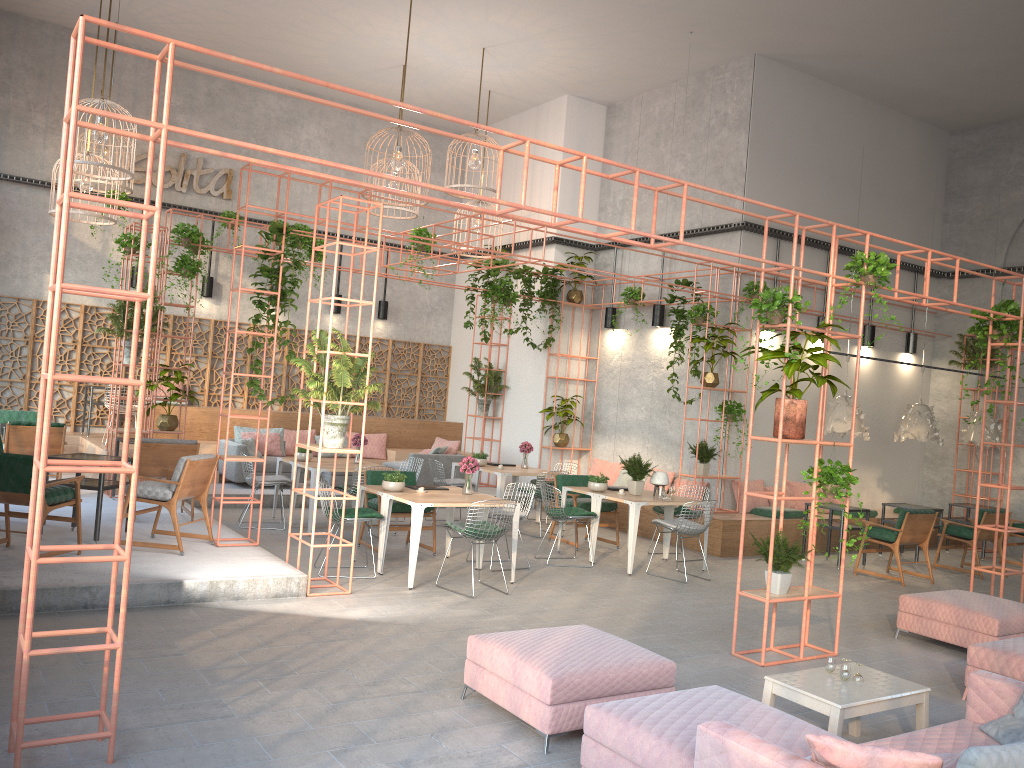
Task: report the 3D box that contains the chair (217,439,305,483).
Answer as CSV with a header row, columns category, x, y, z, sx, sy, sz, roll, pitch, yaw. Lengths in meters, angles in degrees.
category,x,y,z,sx,sy,sz,roll,pitch,yaw
chair,-3.969,1.217,14.053,1.127,0.586,1.056,5,-1,-33

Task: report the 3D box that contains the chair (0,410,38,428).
category,x,y,z,sx,sy,sz,roll,pitch,yaw
chair,-7.155,0.863,12.864,0.722,0.929,0.685,5,-1,-33

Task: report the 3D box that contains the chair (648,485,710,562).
category,x,y,z,sx,sy,sz,roll,pitch,yaw
chair,2.188,1.795,11.587,0.717,0.941,0.565,5,-1,-32

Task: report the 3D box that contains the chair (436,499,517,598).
category,x,y,z,sx,sy,sz,roll,pitch,yaw
chair,-0.338,1.552,8.697,0.565,0.941,0.717,5,-1,-37

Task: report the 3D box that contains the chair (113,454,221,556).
category,x,y,z,sx,sy,sz,roll,pitch,yaw
chair,-3.324,1.127,8.617,0.685,0.914,0.722,5,-1,7

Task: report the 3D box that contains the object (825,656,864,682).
category,x,y,z,sx,sy,sz,roll,pitch,yaw
object,1.943,1.692,5.190,0.156,0.145,0.199,5,-1,-19

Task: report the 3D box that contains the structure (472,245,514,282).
category,x,y,z,sx,sy,sz,roll,pitch,yaw
structure,-0.366,-2.235,16.629,0.903,0.803,0.934,4,-1,28

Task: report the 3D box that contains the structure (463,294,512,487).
category,x,y,z,sx,sy,sz,roll,pitch,yaw
structure,-0.477,0.111,16.735,0.424,3.596,0.624,5,-1,-33

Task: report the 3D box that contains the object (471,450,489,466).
category,x,y,z,sx,sy,sz,roll,pitch,yaw
object,-0.486,1.106,13.277,0.254,0.247,0.248,5,-1,-33

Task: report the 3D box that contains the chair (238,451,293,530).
category,x,y,z,sx,sy,sz,roll,pitch,yaw
chair,-3.178,1.356,11.417,0.717,0.941,0.565,5,-1,-17

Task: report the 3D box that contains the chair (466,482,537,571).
category,x,y,z,sx,sy,sz,roll,pitch,yaw
chair,-0.120,1.587,10.043,0.717,0.941,0.565,5,-1,-32

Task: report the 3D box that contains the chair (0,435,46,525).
category,x,y,z,sx,sy,sz,roll,pitch,yaw
chair,-5.200,0.976,8.934,0.685,0.917,0.722,5,-1,7

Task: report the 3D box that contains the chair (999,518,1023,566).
category,x,y,z,sx,sy,sz,roll,pitch,yaw
chair,7.818,2.286,13.210,0.722,0.930,0.685,5,-1,-33

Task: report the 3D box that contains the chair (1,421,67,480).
category,x,y,z,sx,sy,sz,roll,pitch,yaw
chair,-6.079,0.929,11.224,0.722,0.929,0.685,5,-1,-33

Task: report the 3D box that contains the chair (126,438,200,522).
category,x,y,z,sx,sy,sz,roll,pitch,yaw
chair,-4.069,1.080,10.278,0.722,0.929,0.685,5,-1,-33

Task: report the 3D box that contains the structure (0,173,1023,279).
category,x,y,z,sx,sy,sz,roll,pitch,yaw
structure,1.843,-2.464,11.244,15.203,0.110,15.603,5,-1,-33

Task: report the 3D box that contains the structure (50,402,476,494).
category,x,y,z,sx,sy,sz,roll,pitch,yaw
structure,-4.238,1.031,14.576,9.152,1.111,3.396,5,-1,-33

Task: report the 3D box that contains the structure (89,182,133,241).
category,x,y,z,sx,sy,sz,roll,pitch,yaw
structure,-6.326,-2.731,14.088,0.605,0.972,0.587,5,-1,-35

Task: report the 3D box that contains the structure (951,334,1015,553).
category,x,y,z,sx,sy,sz,roll,pitch,yaw
structure,7.873,0.971,14.866,0.430,3.597,0.630,5,-1,-33

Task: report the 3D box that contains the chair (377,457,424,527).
category,x,y,z,sx,sy,sz,roll,pitch,yaw
chair,-1.637,1.495,12.444,0.717,0.941,0.565,5,-1,-32

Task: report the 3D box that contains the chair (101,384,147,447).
category,x,y,z,sx,sy,sz,roll,pitch,yaw
chair,-5.600,0.429,12.802,0.565,0.941,0.717,5,-1,-25

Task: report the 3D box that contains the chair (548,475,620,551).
category,x,y,z,sx,sy,sz,roll,pitch,yaw
chair,0.978,1.705,11.892,0.722,0.917,0.685,5,-1,-33

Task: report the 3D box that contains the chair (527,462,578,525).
category,x,y,z,sx,sy,sz,roll,pitch,yaw
chair,0.640,1.700,13.946,0.717,0.941,0.565,5,-1,-32

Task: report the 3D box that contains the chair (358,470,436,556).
category,x,y,z,sx,sy,sz,roll,pitch,yaw
chair,-1.330,1.497,10.349,0.722,0.917,0.685,5,-1,-33

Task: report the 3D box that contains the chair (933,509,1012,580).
category,x,y,z,sx,sy,sz,roll,pitch,yaw
chair,6.375,2.156,12.259,0.722,0.930,0.685,5,-1,-33

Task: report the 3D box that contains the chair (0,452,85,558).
category,x,y,z,sx,sy,sz,roll,pitch,yaw
chair,-4.218,1.041,7.664,0.722,0.914,0.685,5,-1,7

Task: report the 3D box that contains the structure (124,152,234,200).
category,x,y,z,sx,sy,sz,roll,pitch,yaw
structure,-5.747,-3.671,15.383,1.807,0.695,0.087,5,-1,-33

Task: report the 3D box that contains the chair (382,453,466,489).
category,x,y,z,sx,sy,sz,roll,pitch,yaw
chair,-1.520,1.475,15.183,1.052,0.672,1.127,5,-1,-33

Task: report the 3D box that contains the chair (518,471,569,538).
category,x,y,z,sx,sy,sz,roll,pitch,yaw
chair,0.421,1.665,12.599,0.565,0.941,0.717,5,-1,-37

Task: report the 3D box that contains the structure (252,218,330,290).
category,x,y,z,sx,sy,sz,roll,pitch,yaw
structure,-3.869,-2.351,15.659,1.434,1.290,0.670,5,-1,-33

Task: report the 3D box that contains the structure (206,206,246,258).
category,x,y,z,sx,sy,sz,roll,pitch,yaw
structure,-4.837,-2.597,15.071,0.605,0.972,0.587,5,-1,-35

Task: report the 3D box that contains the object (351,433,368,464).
category,x,y,z,sx,sy,sz,roll,pitch,yaw
object,-2.075,0.876,12.027,0.225,0.414,0.213,5,-1,-41

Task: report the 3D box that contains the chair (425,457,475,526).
category,x,y,z,sx,sy,sz,roll,pitch,yaw
chair,-0.901,1.561,12.919,0.717,0.941,0.565,5,-1,-17

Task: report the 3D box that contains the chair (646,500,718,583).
category,x,y,z,sx,sy,sz,roll,pitch,yaw
chair,1.969,1.760,10.240,0.565,0.941,0.717,5,-1,-37

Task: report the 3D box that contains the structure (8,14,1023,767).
category,x,y,z,sx,sy,sz,roll,pitch,yaw
structure,4.729,0.589,6.967,14.689,4.247,4.157,5,-1,-33

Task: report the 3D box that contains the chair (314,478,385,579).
category,x,y,z,sx,sy,sz,roll,pitch,yaw
chair,-1.661,1.448,9.017,0.717,0.941,0.565,5,-1,-17

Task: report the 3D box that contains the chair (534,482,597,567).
category,x,y,z,sx,sy,sz,roll,pitch,yaw
chair,0.647,1.656,10.560,0.717,0.941,0.565,5,-1,-17

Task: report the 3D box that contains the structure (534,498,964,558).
category,x,y,z,sx,sy,sz,roll,pitch,yaw
structure,4.035,2.219,15.305,5.831,0.500,4.386,5,-1,-33

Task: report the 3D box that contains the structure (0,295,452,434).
category,x,y,z,sx,sy,sz,roll,pitch,yaw
structure,-4.820,-0.048,16.149,9.782,2.103,0.132,5,-1,-33

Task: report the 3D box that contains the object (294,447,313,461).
category,x,y,z,sx,sy,sz,roll,pitch,yaw
object,-2.761,0.901,11.775,0.252,0.247,0.247,5,-1,-33

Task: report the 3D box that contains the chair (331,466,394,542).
category,x,y,z,sx,sy,sz,roll,pitch,yaw
chair,-1.855,1.460,11.097,0.565,0.941,0.717,5,-1,-37

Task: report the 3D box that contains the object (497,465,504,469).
category,x,y,z,sx,sy,sz,roll,pitch,yaw
object,-0.168,1.217,13.065,0.115,0.078,0.115,5,-1,-28

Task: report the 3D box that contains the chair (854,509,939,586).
category,x,y,z,sx,sy,sz,roll,pitch,yaw
chair,4.902,2.023,11.286,0.722,0.929,0.685,5,-1,-33

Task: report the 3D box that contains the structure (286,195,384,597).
category,x,y,z,sx,sy,sz,roll,pitch,yaw
structure,-1.671,0.105,8.291,0.424,3.602,0.624,5,-1,-33

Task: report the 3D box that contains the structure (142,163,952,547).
category,x,y,z,sx,sy,sz,roll,pitch,yaw
structure,1.961,-0.102,14.157,14.096,4.345,4.501,5,-1,-35

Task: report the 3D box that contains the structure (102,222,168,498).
category,x,y,z,sx,sy,sz,roll,pitch,yaw
structure,-5.118,-0.331,11.686,0.722,3.623,0.748,5,-1,-33
